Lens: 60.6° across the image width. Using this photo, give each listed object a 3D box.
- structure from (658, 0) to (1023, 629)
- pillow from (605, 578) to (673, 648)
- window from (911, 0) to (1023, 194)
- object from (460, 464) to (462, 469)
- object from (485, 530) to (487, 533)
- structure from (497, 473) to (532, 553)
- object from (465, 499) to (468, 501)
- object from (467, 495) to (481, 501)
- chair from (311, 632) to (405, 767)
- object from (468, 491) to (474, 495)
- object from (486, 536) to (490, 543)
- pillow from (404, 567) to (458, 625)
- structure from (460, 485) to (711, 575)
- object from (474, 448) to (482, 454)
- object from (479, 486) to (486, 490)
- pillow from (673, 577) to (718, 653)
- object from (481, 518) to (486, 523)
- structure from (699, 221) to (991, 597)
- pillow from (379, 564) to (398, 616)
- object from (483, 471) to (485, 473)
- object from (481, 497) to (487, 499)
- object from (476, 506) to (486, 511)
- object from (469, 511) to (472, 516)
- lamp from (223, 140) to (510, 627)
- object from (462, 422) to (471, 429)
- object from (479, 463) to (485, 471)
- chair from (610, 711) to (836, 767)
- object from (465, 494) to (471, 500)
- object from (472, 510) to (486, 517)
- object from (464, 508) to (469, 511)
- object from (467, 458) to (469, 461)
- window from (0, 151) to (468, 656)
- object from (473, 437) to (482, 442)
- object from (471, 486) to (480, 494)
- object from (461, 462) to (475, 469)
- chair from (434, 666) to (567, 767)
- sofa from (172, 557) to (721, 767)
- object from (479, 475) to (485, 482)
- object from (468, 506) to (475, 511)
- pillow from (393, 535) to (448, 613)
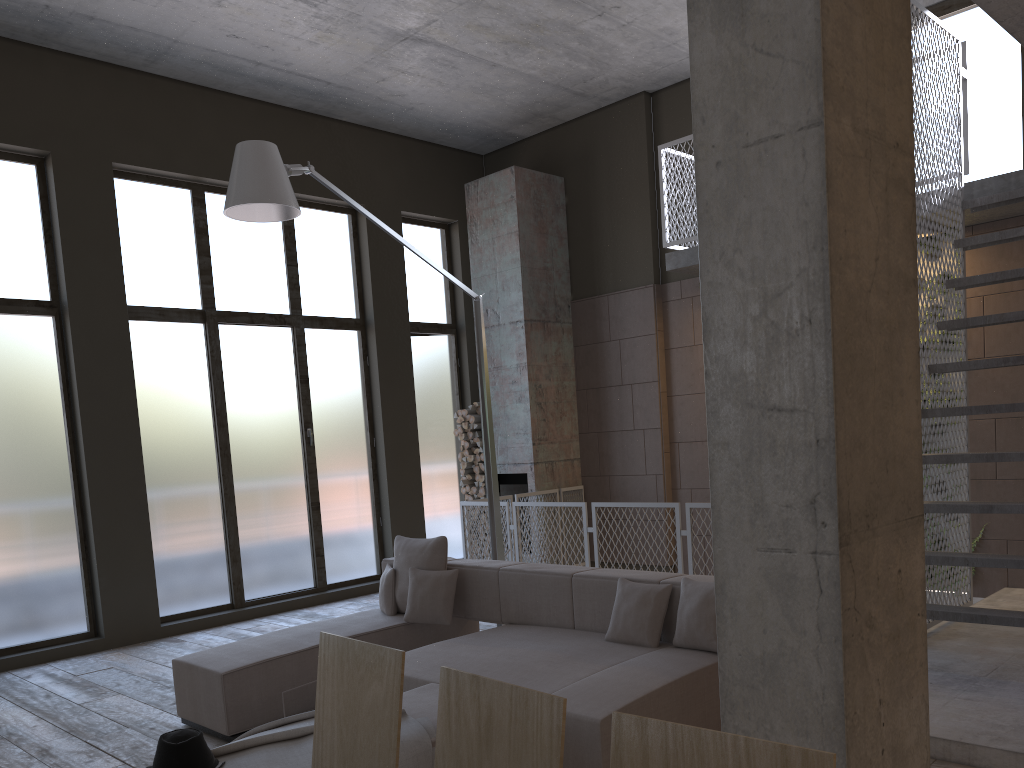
[{"bbox_3d":[2.581,-0.233,6.877,3.692,4.350,3.010,-2,3,45],"label":"structure"},{"bbox_3d":[0.684,1.245,4.742,0.371,0.361,0.185,-3,3,44],"label":"pillow"},{"bbox_3d":[3.393,-2.274,7.701,3.579,1.761,0.109,-6,2,45],"label":"window"},{"bbox_3d":[-0.458,0.989,10.694,0.067,0.068,0.420,-3,-2,44],"label":"object"},{"bbox_3d":[-0.159,1.748,10.583,0.071,0.073,0.420,-3,-2,44],"label":"object"},{"bbox_3d":[0.077,1.489,10.143,0.577,0.935,0.056,-1,5,44],"label":"structure"},{"bbox_3d":[-0.480,1.430,10.693,0.045,0.073,0.249,-1,0,44],"label":"object"},{"bbox_3d":[-0.400,1.384,10.663,0.292,0.108,0.099,-2,-1,-44],"label":"object"},{"bbox_3d":[-0.571,1.186,1.811,0.716,1.205,0.349,-6,5,-41],"label":"chair"},{"bbox_3d":[-0.380,1.308,10.674,0.089,0.057,0.330,-5,-3,44],"label":"object"},{"bbox_3d":[-0.126,1.841,10.579,0.092,0.093,0.434,-3,-2,44],"label":"object"},{"bbox_3d":[-0.531,1.398,5.782,0.377,0.375,0.167,-4,4,18],"label":"pillow"},{"bbox_3d":[1.744,1.461,8.068,4.445,0.940,1.913,-7,-3,45],"label":"structure"},{"bbox_3d":[-0.264,0.805,10.566,0.115,0.080,0.432,-5,-3,44],"label":"object"},{"bbox_3d":[-0.230,1.252,10.588,0.067,0.072,0.420,-3,-2,44],"label":"object"},{"bbox_3d":[0.975,1.172,4.476,0.186,0.369,0.363,-7,2,-40],"label":"pillow"},{"bbox_3d":[-0.186,1.610,10.607,0.091,0.090,0.452,-3,-2,44],"label":"object"},{"bbox_3d":[2.986,0.388,8.131,2.631,3.853,0.995,-2,5,44],"label":"structure"},{"bbox_3d":[-0.871,1.473,6.226,0.150,0.379,0.368,-5,1,-13],"label":"pillow"},{"bbox_3d":[-0.197,1.033,10.550,0.101,0.087,0.360,-4,-2,44],"label":"object"},{"bbox_3d":[-0.210,1.382,10.567,0.067,0.085,0.422,-2,-1,42],"label":"object"},{"bbox_3d":[-0.250,1.474,10.596,0.452,0.090,0.091,-1,-2,-44],"label":"object"},{"bbox_3d":[-0.388,1.568,10.774,0.067,0.067,0.420,-3,-2,44],"label":"object"},{"bbox_3d":[-0.671,0.327,6.132,0.757,3.452,2.604,-1,3,32],"label":"lamp"},{"bbox_3d":[-0.391,0.495,10.568,0.094,0.084,0.476,-4,-2,44],"label":"object"},{"bbox_3d":[-0.233,0.984,10.482,0.089,0.109,0.362,-2,-1,44],"label":"object"},{"bbox_3d":[0.092,1.094,1.042,0.349,1.205,0.715,0,5,42],"label":"chair"},{"bbox_3d":[-0.437,1.383,10.760,0.290,0.103,0.101,-1,-1,-44],"label":"object"},{"bbox_3d":[-0.279,1.545,10.661,0.094,0.084,0.476,-4,-2,44],"label":"object"},{"bbox_3d":[-0.451,1.500,10.775,0.089,0.109,0.362,-2,-1,44],"label":"object"},{"bbox_3d":[-0.347,0.892,10.602,0.115,0.080,0.432,-5,-3,44],"label":"object"},{"bbox_3d":[-3.825,0.164,7.623,0.209,4.201,9.142,1,2,43],"label":"window"},{"bbox_3d":[-0.293,0.658,10.519,0.361,0.068,0.122,-1,-3,-44],"label":"object"},{"bbox_3d":[-0.300,1.268,10.617,0.091,0.090,0.452,-3,-2,43],"label":"object"},{"bbox_3d":[-0.406,0.972,10.638,0.094,0.084,0.476,-4,-2,44],"label":"object"},{"bbox_3d":[-0.256,1.140,1.410,0.716,1.205,0.348,-6,5,-40],"label":"chair"},{"bbox_3d":[-0.706,1.553,4.650,2.991,0.790,3.009,-1,-4,-45],"label":"sofa"},{"bbox_3d":[-0.190,1.116,10.509,0.094,0.084,0.476,-4,-2,44],"label":"object"},{"bbox_3d":[-0.358,1.485,10.741,0.092,0.094,0.434,-3,-2,44],"label":"object"},{"bbox_3d":[-0.649,1.317,6.029,0.219,0.562,0.565,-8,3,-43],"label":"pillow"}]
